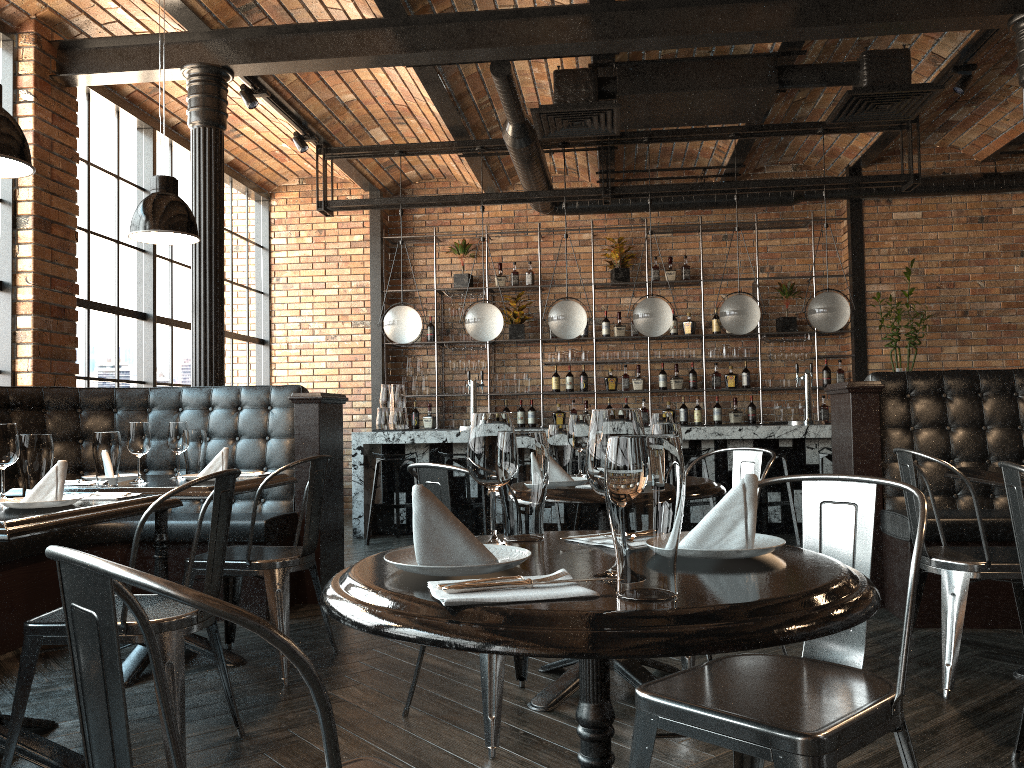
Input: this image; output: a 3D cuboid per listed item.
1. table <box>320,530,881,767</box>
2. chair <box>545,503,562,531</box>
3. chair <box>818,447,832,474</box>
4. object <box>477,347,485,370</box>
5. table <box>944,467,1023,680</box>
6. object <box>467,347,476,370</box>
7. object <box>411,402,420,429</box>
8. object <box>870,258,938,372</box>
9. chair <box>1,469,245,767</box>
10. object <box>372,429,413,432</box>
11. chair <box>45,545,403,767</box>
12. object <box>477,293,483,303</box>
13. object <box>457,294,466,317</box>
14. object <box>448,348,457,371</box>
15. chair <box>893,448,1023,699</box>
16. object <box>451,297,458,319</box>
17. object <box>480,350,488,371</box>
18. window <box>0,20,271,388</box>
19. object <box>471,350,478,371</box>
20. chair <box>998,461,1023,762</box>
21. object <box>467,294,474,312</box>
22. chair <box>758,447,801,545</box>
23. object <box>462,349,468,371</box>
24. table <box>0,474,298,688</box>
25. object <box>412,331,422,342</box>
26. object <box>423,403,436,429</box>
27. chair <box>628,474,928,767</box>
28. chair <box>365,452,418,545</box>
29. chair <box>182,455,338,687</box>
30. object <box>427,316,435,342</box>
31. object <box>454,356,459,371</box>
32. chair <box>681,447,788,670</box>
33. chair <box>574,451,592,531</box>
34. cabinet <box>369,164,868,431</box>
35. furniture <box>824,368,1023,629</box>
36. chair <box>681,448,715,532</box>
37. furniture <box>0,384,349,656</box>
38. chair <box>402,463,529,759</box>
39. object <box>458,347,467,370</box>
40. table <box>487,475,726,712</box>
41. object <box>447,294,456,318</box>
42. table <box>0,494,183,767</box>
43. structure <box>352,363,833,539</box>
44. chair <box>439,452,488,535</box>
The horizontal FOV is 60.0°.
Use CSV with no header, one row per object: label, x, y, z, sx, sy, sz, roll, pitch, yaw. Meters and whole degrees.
table,0.137,0.666,1.432,0.866,0.758,0.866,0,-3,-30
chair,0.171,0.904,7.202,0.475,0.737,0.414,-1,-2,2
chair,2.579,0.853,6.926,0.475,0.737,0.414,-1,-2,2
object,-0.331,-0.275,9.516,0.092,0.244,0.092,-1,-2,12
table,2.223,0.704,3.271,0.872,0.758,0.872,-1,-2,7
object,-0.434,-0.273,9.527,0.092,0.244,0.092,-1,-2,12
object,-1.050,0.341,9.642,0.086,0.297,0.086,-3,-3,40
object,3.797,-0.408,8.579,0.673,1.546,0.584,1,-3,-45
chair,-1.093,0.682,2.587,0.558,0.857,0.504,-1,-2,2
object,-1.069,0.414,7.948,0.273,0.019,0.437,-1,-2,7
chair,-0.263,0.610,1.118,0.558,0.857,0.504,1,-3,-43
object,-0.341,-0.847,9.538,0.092,0.244,0.092,-1,-2,12
object,-0.542,-0.843,9.561,0.092,0.244,0.092,-1,-2,12
object,-0.642,-0.268,9.551,0.092,0.244,0.092,-1,-2,12
chair,1.747,0.663,3.297,0.558,0.857,0.504,-1,-2,7
object,-0.633,-0.834,9.738,0.092,0.244,0.092,-1,-2,12
object,-0.313,-0.269,9.679,0.092,0.244,0.092,-1,-2,12
window,-3.641,-0.759,1.664,0.168,3.253,16.179,-1,-2,7
object,-0.416,-0.266,9.691,0.092,0.244,0.092,-1,-2,12
chair,1.564,0.624,2.230,0.558,0.857,0.504,-2,-2,17
object,-0.444,-0.845,9.550,0.092,0.244,0.092,-1,-2,12
chair,1.999,0.865,6.992,0.475,0.737,0.414,-1,-2,12
object,-0.514,-0.264,9.702,0.092,0.244,0.092,-1,-2,12
table,-1.467,0.783,3.709,0.872,0.758,0.872,-1,-2,7
object,-1.043,-0.582,9.688,0.123,0.279,0.123,-1,-2,-4
object,-0.893,0.348,9.635,0.123,0.279,0.123,-2,-2,20
chair,0.533,0.622,1.752,0.558,0.857,0.504,1,-3,-43
chair,-0.956,0.928,7.331,0.475,0.737,0.414,-1,-2,-3
chair,-1.031,0.722,3.629,0.558,0.857,0.504,-1,-2,12
object,-0.887,-0.596,9.687,0.086,0.299,0.086,1,-3,-35
object,-0.623,-0.262,9.715,0.092,0.244,0.092,-1,-2,12
chair,0.763,0.690,3.575,0.558,0.857,0.504,0,-3,-28
chair,0.748,0.892,7.136,0.475,0.737,0.414,-2,-2,17
cabinet,0.162,-0.463,9.518,7.075,3.779,0.564,-1,-2,7
furniture,2.436,0.429,2.158,1.979,1.212,5.451,-1,-2,7
chair,1.384,0.878,7.063,0.475,0.737,0.414,-1,-2,2
furniture,-2.265,0.529,2.700,1.979,1.212,5.451,-1,-2,7
chair,-0.038,0.678,2.939,0.558,0.857,0.504,1,-3,-38
object,-0.533,-0.270,9.539,0.092,0.244,0.092,-1,-2,12
table,0.347,0.735,3.254,0.866,0.758,0.866,0,-3,-30
object,-0.652,-0.840,9.574,0.092,0.244,0.092,-1,-2,12
table,-1.593,0.742,2.613,0.872,0.758,0.872,-1,-2,7
structure,1.406,0.577,8.188,5.346,1.430,1.930,-1,-2,7
chair,-0.389,0.916,7.266,0.475,0.737,0.414,-1,-2,12
